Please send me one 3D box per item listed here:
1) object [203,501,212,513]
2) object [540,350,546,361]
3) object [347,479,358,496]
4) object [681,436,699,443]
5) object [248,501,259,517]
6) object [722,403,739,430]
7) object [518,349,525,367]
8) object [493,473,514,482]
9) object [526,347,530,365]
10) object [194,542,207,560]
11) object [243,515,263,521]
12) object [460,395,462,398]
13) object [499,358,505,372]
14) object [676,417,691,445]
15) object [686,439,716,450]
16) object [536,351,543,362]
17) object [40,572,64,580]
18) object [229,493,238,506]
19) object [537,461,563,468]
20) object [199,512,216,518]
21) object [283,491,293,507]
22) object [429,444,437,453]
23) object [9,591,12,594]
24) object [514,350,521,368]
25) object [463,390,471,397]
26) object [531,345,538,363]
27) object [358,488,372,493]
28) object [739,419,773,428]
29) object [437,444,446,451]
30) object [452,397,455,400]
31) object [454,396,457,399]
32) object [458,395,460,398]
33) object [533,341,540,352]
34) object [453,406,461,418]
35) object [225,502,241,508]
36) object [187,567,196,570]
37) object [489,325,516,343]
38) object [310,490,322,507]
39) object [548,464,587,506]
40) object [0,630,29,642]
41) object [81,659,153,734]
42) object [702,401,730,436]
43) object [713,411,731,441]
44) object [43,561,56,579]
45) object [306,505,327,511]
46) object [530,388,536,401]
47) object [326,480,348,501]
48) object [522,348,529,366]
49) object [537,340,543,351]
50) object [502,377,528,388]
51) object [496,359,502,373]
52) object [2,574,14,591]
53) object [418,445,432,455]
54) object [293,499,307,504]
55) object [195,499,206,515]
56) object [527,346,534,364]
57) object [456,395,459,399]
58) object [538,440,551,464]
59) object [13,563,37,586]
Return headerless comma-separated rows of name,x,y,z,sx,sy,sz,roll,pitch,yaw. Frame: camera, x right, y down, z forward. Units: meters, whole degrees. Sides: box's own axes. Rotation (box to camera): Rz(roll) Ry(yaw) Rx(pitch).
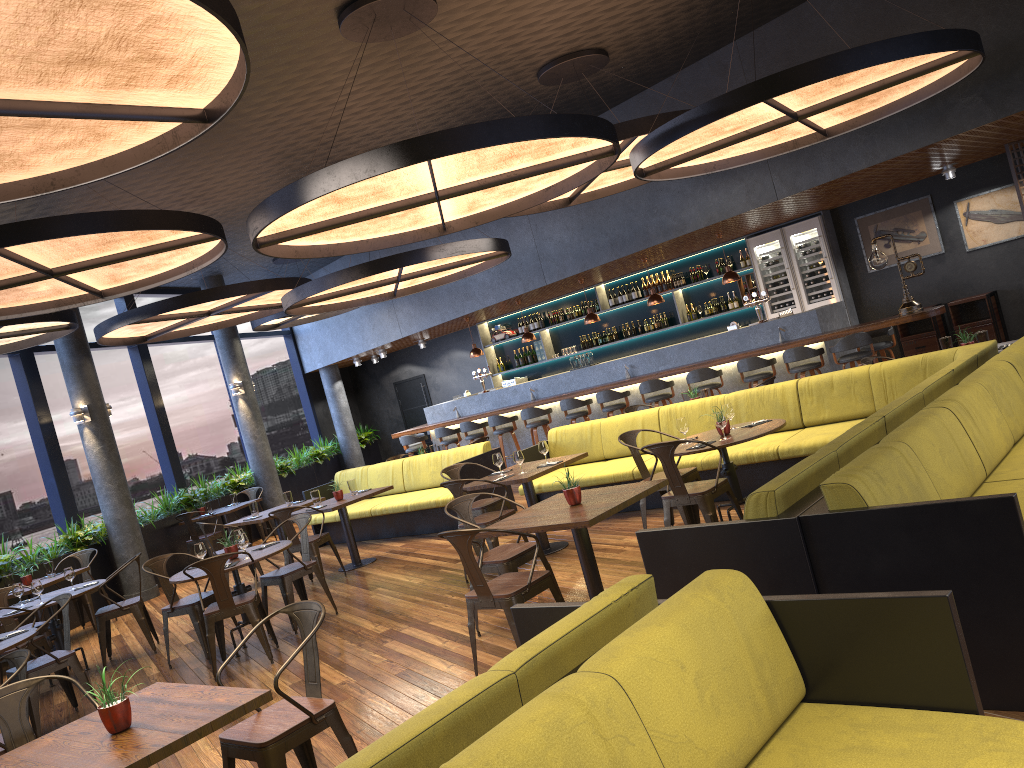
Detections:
object,-4.547,1.857,13.278,0.102,0.178,0.102,-15,1,23
object,0.605,-0.534,16.470,0.098,0.192,0.080,-14,1,41
object,-1.803,1.173,10.056,0.102,0.178,0.102,-15,1,7
object,1.389,0.450,7.114,0.157,0.019,0.255,-16,1,-42
object,-3.129,1.520,10.752,0.102,0.178,0.102,-15,1,17
object,1.737,0.259,7.068,0.097,0.206,0.097,-15,1,-7
object,0.169,-0.500,16.816,0.094,0.340,0.094,-16,1,-35
object,-0.075,0.832,7.895,0.157,0.019,0.255,-14,1,41
object,0.326,-0.542,16.813,0.094,0.340,0.094,-16,1,-39
object,-2.571,1.421,7.348,0.097,0.206,0.097,-15,1,-7
object,-3.106,1.599,10.579,0.255,0.019,0.157,-14,1,41
object,-0.943,0.224,16.285,0.042,0.059,0.042,-14,1,39
object,-0.198,-0.375,17.246,0.079,0.281,0.079,-14,1,45
object,1.345,0.367,6.939,0.097,0.206,0.097,-16,1,-24
object,1.424,0.449,6.640,0.157,0.019,0.255,-14,1,44
object,0.532,-0.515,16.536,0.098,0.192,0.080,-14,1,41
object,-5.257,2.190,10.161,0.255,0.019,0.157,-15,1,17
object,-4.257,1.773,13.576,0.102,0.178,0.102,-14,1,33
object,0.323,0.722,7.984,0.255,0.019,0.157,-14,1,41
object,-4.524,1.936,13.113,0.255,0.019,0.157,-15,1,17
object,-2.747,1.413,10.904,0.102,0.178,0.102,-15,1,17
object,-1.084,0.936,12.329,0.102,0.178,0.102,-15,1,-13
object,-5.476,2.261,9.537,0.255,0.019,0.157,-15,1,17
object,0.089,-0.479,16.870,0.094,0.340,0.094,-16,1,-27
object,-0.689,0.124,16.665,0.200,0.106,0.766,-14,1,41
object,0.412,-0.564,16.748,0.094,0.340,0.094,-16,1,-27
object,-1.720,1.231,10.210,0.255,0.019,0.157,-14,1,41
object,1.904,0.312,6.976,0.255,0.019,0.157,-15,1,-17
object,-0.935,0.903,11.932,0.102,0.178,0.102,-15,1,27
object,-1.060,0.259,16.137,0.042,0.059,0.042,-14,1,39
object,-1.030,0.250,16.172,0.042,0.059,0.042,-14,1,39
object,-0.975,0.234,16.247,0.042,0.059,0.042,-14,1,39
object,0.483,-0.701,16.534,0.098,0.192,0.080,-14,1,41
object,-0.955,0.483,15.261,0.114,0.203,0.069,-15,1,-1
object,-4.306,1.865,13.737,0.255,0.019,0.157,-15,1,17
object,-2.609,1.526,7.511,0.255,0.019,0.157,-15,1,19
object,-0.201,-0.991,17.080,0.579,0.319,0.229,-14,1,41
object,-2.185,1.280,9.904,0.102,0.178,0.102,-16,1,-43
object,0.352,0.626,5.560,0.260,0.271,0.238,-15,1,-14
object,-3.661,1.831,6.433,0.157,0.019,0.255,-14,1,39
object,-1.498,1.169,3.330,0.260,0.271,0.238,-15,1,-10
object,1.612,0.260,6.852,0.238,0.271,0.260,-16,1,-27
object,1.568,0.313,6.630,0.097,0.206,0.097,-15,1,-10
object,-5.209,2.097,10.001,0.102,0.178,0.102,-14,1,33
object,-2.162,1.359,9.731,0.255,0.019,0.157,-14,1,41
object,0.323,0.158,14.130,0.114,0.203,0.069,-15,1,2
object,-1.961,1.170,9.964,0.238,0.271,0.260,-15,1,-10
object,0.254,-0.524,16.876,0.094,0.340,0.094,-16,1,-27
object,0.555,-0.719,16.466,0.098,0.192,0.080,-14,1,41
object,0.049,0.164,16.934,0.355,0.569,0.550,-14,1,41
object,-0.266,-0.358,17.303,0.079,0.281,0.079,-16,1,-30
object,-5.499,2.182,9.702,0.102,0.178,0.102,-15,1,23
object,-1.209,0.930,11.885,0.238,0.271,0.260,-16,1,-44
object,-2.664,1.471,11.059,0.255,0.019,0.157,-14,1,41
object,-4.763,1.863,13.506,0.238,0.271,0.260,-14,1,43
object,0.330,-0.541,16.685,0.094,0.340,0.094,-15,1,-9
object,-0.995,0.240,16.200,0.042,0.059,0.042,-14,1,39
object,0.299,0.628,8.156,0.097,0.206,0.097,-14,1,33
object,-5.412,2.107,9.876,0.260,0.271,0.238,-16,1,-33
